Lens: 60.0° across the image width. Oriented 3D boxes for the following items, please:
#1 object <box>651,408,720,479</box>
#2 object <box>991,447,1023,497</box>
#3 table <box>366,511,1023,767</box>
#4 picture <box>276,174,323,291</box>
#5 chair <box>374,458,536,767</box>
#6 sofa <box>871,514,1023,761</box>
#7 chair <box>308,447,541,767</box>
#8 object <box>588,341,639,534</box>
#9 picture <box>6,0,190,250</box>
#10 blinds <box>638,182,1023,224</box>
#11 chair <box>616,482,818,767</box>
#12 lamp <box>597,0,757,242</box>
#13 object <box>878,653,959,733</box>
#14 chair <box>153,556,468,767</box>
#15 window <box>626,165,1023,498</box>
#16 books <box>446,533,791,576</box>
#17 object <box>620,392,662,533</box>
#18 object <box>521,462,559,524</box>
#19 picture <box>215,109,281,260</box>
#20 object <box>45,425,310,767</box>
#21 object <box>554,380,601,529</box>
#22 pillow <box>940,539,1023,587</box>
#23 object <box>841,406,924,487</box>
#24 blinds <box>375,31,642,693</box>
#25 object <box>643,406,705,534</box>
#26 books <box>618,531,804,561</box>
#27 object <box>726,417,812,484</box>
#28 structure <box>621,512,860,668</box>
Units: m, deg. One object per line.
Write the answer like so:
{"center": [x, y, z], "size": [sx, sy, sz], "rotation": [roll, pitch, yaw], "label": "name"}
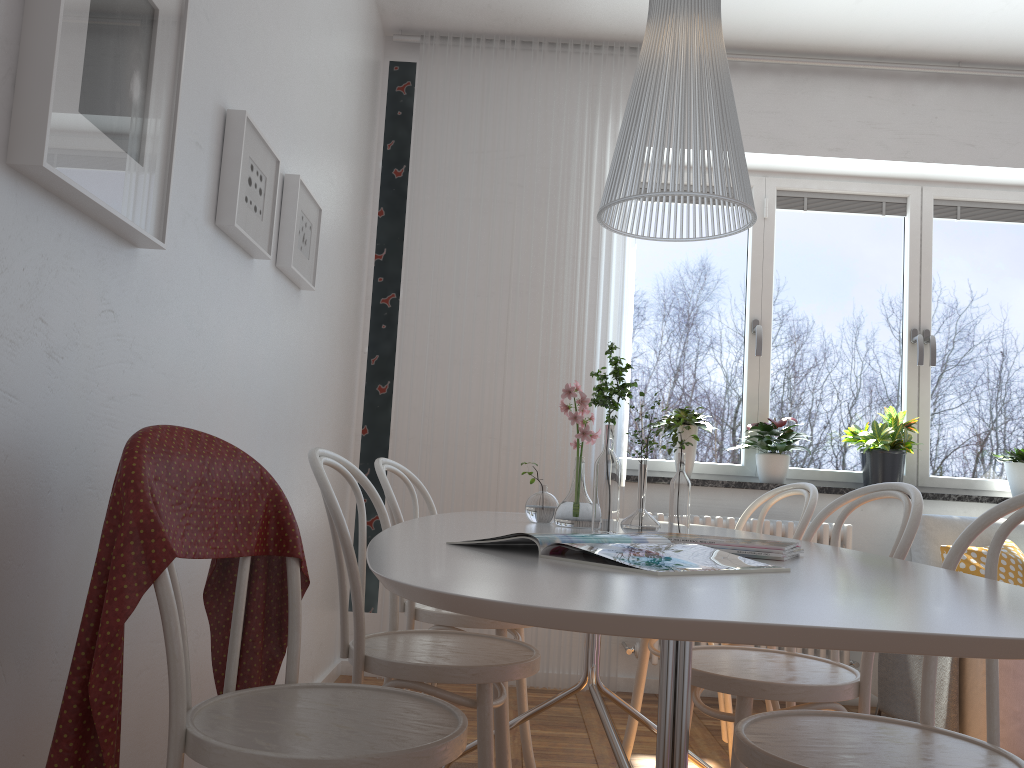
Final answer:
{"center": [0.794, 0.269, 3.999], "size": [0.292, 0.315, 0.354], "rotation": [4, -6, -9], "label": "object"}
{"center": [2.344, 0.404, 4.035], "size": [0.267, 0.237, 0.284], "rotation": [5, -6, -18], "label": "object"}
{"center": [0.212, 0.693, 1.774], "size": [0.931, 0.768, 2.293], "rotation": [3, -6, 0], "label": "table"}
{"center": [-0.640, -0.451, 2.689], "size": [0.047, 0.272, 0.312], "rotation": [3, -6, 0], "label": "picture"}
{"center": [-0.162, 0.683, 2.541], "size": [0.520, 0.916, 0.448], "rotation": [3, -6, 5], "label": "chair"}
{"center": [2.692, 0.972, 3.242], "size": [2.462, 0.841, 1.005], "rotation": [3, -6, 0], "label": "sofa"}
{"center": [-0.202, 0.607, 1.886], "size": [0.520, 0.916, 0.448], "rotation": [3, -6, 0], "label": "chair"}
{"center": [0.216, 0.114, 1.940], "size": [0.107, 0.419, 0.111], "rotation": [4, -6, -11], "label": "object"}
{"center": [-0.642, -0.530, 1.432], "size": [0.050, 0.523, 0.431], "rotation": [3, -6, 0], "label": "picture"}
{"center": [1.978, -0.853, 4.309], "size": [2.845, 0.098, 0.015], "rotation": [3, -5, 0], "label": "blinds"}
{"center": [2.134, 0.649, 2.928], "size": [3.696, 1.340, 0.448], "rotation": [5, -6, -14], "label": "chair"}
{"center": [0.348, -1.047, 1.720], "size": [0.293, 1.494, 0.293], "rotation": [-2, -8, 45], "label": "lamp"}
{"center": [1.548, 0.960, 3.148], "size": [0.288, 0.533, 0.609], "rotation": [3, -6, 0], "label": "object"}
{"center": [-0.323, 0.536, 1.314], "size": [0.520, 0.916, 0.448], "rotation": [2, -6, 10], "label": "chair"}
{"center": [1.942, -0.240, 4.216], "size": [3.020, 1.508, 0.151], "rotation": [3, -5, 0], "label": "window"}
{"center": [0.135, 0.226, 1.237], "size": [0.266, 0.029, 0.405], "rotation": [9, -8, -39], "label": "books"}
{"center": [0.278, 0.167, 1.875], "size": [0.084, 0.307, 0.084], "rotation": [-2, -8, 45], "label": "object"}
{"center": [0.066, 0.272, 2.227], "size": [0.112, 0.151, 0.087], "rotation": [1, -6, 23], "label": "object"}
{"center": [-0.642, -0.478, 2.177], "size": [0.047, 0.272, 0.312], "rotation": [3, -6, 0], "label": "picture"}
{"center": [-0.502, 0.355, 1.373], "size": [0.201, 0.578, 0.492], "rotation": [2, -6, 15], "label": "object"}
{"center": [0.163, 0.166, 2.111], "size": [0.111, 0.348, 0.108], "rotation": [7, -6, -30], "label": "object"}
{"center": [1.849, 0.750, 3.347], "size": [0.465, 0.317, 0.313], "rotation": [7, -7, -32], "label": "pillow"}
{"center": [1.676, 0.289, 4.025], "size": [0.333, 0.384, 0.300], "rotation": [2, -6, 15], "label": "object"}
{"center": [0.017, -0.145, 3.923], "size": [1.037, 2.882, 0.056], "rotation": [3, -5, 0], "label": "blinds"}
{"center": [0.374, 0.194, 2.008], "size": [0.146, 0.293, 0.098], "rotation": [0, -7, 34], "label": "object"}
{"center": [0.337, 0.272, 1.504], "size": [0.278, 0.022, 0.205], "rotation": [0, -7, 27], "label": "books"}
{"center": [1.191, 0.302, 4.051], "size": [0.380, 0.308, 0.371], "rotation": [6, -7, -25], "label": "object"}
{"center": [0.975, 0.884, 3.785], "size": [0.972, 0.623, 0.224], "rotation": [3, -6, 0], "label": "structure"}
